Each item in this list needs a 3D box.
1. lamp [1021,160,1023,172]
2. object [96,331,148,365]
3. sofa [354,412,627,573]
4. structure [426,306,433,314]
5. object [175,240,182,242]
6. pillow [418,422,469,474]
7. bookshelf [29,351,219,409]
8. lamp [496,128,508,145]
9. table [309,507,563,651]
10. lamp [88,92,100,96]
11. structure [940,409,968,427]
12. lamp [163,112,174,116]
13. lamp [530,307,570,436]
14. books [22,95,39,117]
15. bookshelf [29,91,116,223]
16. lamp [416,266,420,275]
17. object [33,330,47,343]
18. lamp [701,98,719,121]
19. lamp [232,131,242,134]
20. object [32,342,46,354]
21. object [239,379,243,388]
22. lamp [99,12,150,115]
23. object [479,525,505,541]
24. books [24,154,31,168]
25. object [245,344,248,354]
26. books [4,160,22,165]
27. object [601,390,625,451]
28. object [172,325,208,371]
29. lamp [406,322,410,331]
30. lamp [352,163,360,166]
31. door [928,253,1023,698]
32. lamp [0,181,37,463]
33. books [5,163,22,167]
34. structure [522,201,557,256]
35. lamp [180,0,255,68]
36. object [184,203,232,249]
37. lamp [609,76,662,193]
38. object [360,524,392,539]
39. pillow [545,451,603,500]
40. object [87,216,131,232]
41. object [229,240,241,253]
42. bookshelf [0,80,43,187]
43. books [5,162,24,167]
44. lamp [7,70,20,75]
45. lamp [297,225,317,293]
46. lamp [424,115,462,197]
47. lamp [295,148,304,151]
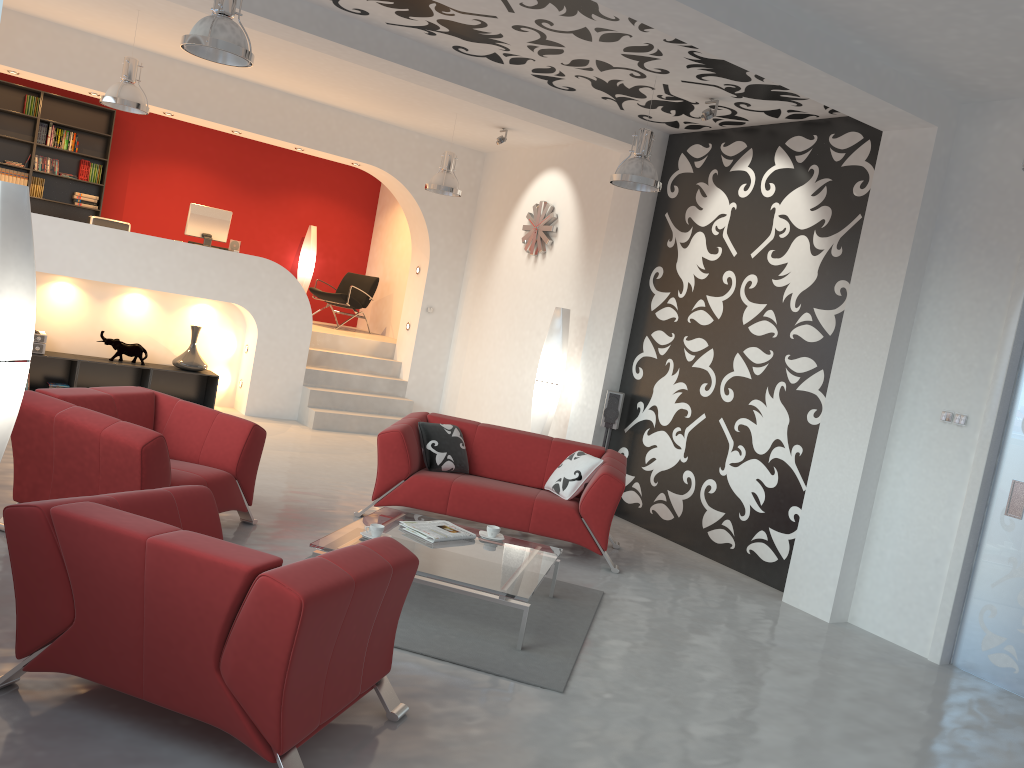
[{"bbox_3d":[2.561,-1.336,3.927,0.379,0.800,0.379,7,5,-37],"label":"lamp"},{"bbox_3d":[-4.057,-0.377,9.234,0.507,0.296,0.191,9,5,-18],"label":"object"},{"bbox_3d":[-0.079,0.749,6.657,1.929,0.738,0.951,11,4,6],"label":"sofa"},{"bbox_3d":[-0.995,-0.898,10.762,0.080,0.080,0.016,8,5,-33],"label":"structure"},{"bbox_3d":[-3.701,-1.579,9.816,0.132,0.026,0.132,11,4,10],"label":"object"},{"bbox_3d":[-0.516,0.482,6.704,0.402,0.343,0.288,7,6,-41],"label":"pillow"},{"bbox_3d":[-4.451,-0.080,9.012,2.764,0.397,0.405,8,5,-33],"label":"bookshelf"},{"bbox_3d":[-0.102,-2.559,9.188,0.112,0.176,0.118,11,4,9],"label":"lamp"},{"bbox_3d":[-0.385,1.047,4.957,1.162,0.286,1.097,11,4,11],"label":"table"},{"bbox_3d":[-4.101,-2.844,8.705,0.105,0.011,0.105,6,6,-45],"label":"lamp"},{"bbox_3d":[2.767,0.213,5.557,0.016,0.080,0.170,8,5,-33],"label":"structure"},{"bbox_3d":[-3.521,-2.765,9.090,0.105,0.011,0.105,6,6,-45],"label":"lamp"},{"bbox_3d":[0.328,0.141,8.609,0.313,1.779,0.313,9,5,-25],"label":"lamp"},{"bbox_3d":[-5.802,-3.340,10.690,0.146,0.240,0.170,8,5,-33],"label":"books"},{"bbox_3d":[-5.534,-2.385,10.997,0.816,2.213,0.305,8,5,-33],"label":"bookshelf"},{"bbox_3d":[-1.153,-1.395,10.873,0.011,0.105,0.105,8,5,-33],"label":"lamp"},{"bbox_3d":[-4.818,-0.489,8.702,0.430,0.077,0.349,8,5,-33],"label":"object"},{"bbox_3d":[1.491,-2.066,6.694,0.112,0.176,0.118,11,4,9],"label":"lamp"},{"bbox_3d":[-2.942,-2.687,9.475,0.105,0.011,0.105,6,6,-45],"label":"lamp"},{"bbox_3d":[-4.832,-0.391,8.703,0.430,0.100,0.365,8,5,-33],"label":"object"},{"bbox_3d":[-3.063,-0.002,10.009,0.011,0.105,0.105,8,5,-33],"label":"object"},{"bbox_3d":[-3.113,-2.658,7.259,0.379,0.800,0.379,13,5,28],"label":"lamp"},{"bbox_3d":[-0.118,0.889,5.308,0.153,0.069,0.153,10,4,-7],"label":"object"},{"bbox_3d":[-5.889,-2.706,10.771,0.063,0.187,0.135,8,5,-33],"label":"books"},{"bbox_3d":[-2.989,-0.394,9.978,0.011,0.105,0.105,8,5,-33],"label":"object"},{"bbox_3d":[-6.018,-2.667,10.696,0.190,0.015,0.135,8,5,-33],"label":"books"},{"bbox_3d":[0.845,0.619,8.091,0.214,1.112,0.229,11,4,11],"label":"object"},{"bbox_3d":[-3.452,-0.387,9.590,0.369,0.481,0.369,12,5,22],"label":"object"},{"bbox_3d":[-1.281,-0.709,10.927,0.011,0.105,0.105,8,5,-33],"label":"lamp"},{"bbox_3d":[-1.800,-2.532,10.235,0.105,0.011,0.105,6,6,-45],"label":"lamp"},{"bbox_3d":[3.338,0.608,4.815,0.240,2.550,1.600,8,5,-33],"label":"door"},{"bbox_3d":[-2.229,0.043,3.739,0.313,1.779,0.313,7,6,-42],"label":"lamp"},{"bbox_3d":[-6.014,-2.636,10.704,0.190,0.015,0.135,8,5,-33],"label":"books"},{"bbox_3d":[0.284,-1.687,9.608,0.090,0.596,0.596,8,5,-33],"label":"structure"},{"bbox_3d":[-1.521,-2.165,4.765,0.379,0.800,0.379,10,4,-5],"label":"lamp"},{"bbox_3d":[-3.386,-1.741,9.866,0.458,0.452,0.230,8,5,-33],"label":"object"},{"bbox_3d":[0.969,-1.829,6.421,0.379,0.800,0.379,7,6,-41],"label":"lamp"},{"bbox_3d":[-0.740,0.808,4.851,0.153,0.069,0.153,12,5,23],"label":"object"},{"bbox_3d":[0.456,0.674,6.586,0.288,0.343,0.402,8,5,-26],"label":"pillow"},{"bbox_3d":[-4.294,-1.645,9.402,0.397,0.217,0.458,8,5,-33],"label":"object"},{"bbox_3d":[-3.168,-1.563,10.101,0.151,0.147,0.133,14,6,40],"label":"object"},{"bbox_3d":[-6.210,-2.476,10.548,0.816,2.213,0.305,8,5,-33],"label":"bookshelf"},{"bbox_3d":[-6.005,-2.650,10.708,0.190,0.015,0.135,8,5,-33],"label":"books"},{"bbox_3d":[-4.680,-2.922,8.319,0.105,0.011,0.105,8,5,-30],"label":"lamp"},{"bbox_3d":[-2.970,-1.600,12.738,0.237,1.349,0.237,9,5,-25],"label":"lamp"},{"bbox_3d":[-0.624,-2.322,8.915,0.379,0.800,0.379,13,5,28],"label":"lamp"},{"bbox_3d":[-2.363,-2.609,9.861,0.105,0.011,0.105,6,6,-45],"label":"lamp"}]
